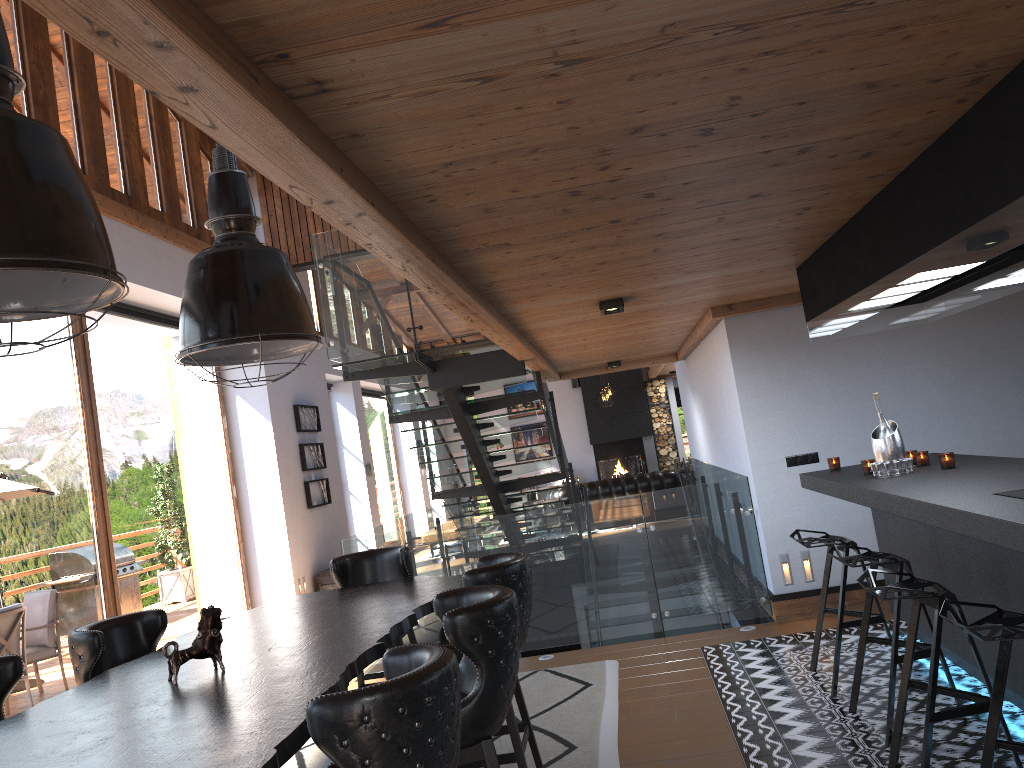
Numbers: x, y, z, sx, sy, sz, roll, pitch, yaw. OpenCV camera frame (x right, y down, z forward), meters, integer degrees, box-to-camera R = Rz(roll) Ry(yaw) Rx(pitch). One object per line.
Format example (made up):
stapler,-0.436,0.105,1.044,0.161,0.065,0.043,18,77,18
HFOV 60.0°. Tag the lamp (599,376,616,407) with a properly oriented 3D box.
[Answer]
lamp,1.721,-0.644,17.632,0.262,2.203,0.801,-9,-5,-3

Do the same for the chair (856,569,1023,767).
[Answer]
chair,1.672,1.149,3.447,0.467,0.840,0.541,-10,-5,12

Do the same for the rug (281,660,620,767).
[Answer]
rug,-0.814,1.991,3.580,2.546,0.047,5.640,-10,-4,6

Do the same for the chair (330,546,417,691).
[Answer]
chair,-0.788,1.559,5.293,0.503,1.093,0.569,-10,-5,5

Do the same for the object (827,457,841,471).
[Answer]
object,2.083,0.517,5.728,0.078,0.081,0.080,-13,-6,40

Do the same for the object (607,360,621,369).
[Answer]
object,1.187,-0.230,10.289,0.155,0.068,0.261,-10,-4,6

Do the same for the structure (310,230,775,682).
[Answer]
structure,-2.164,2.208,8.746,9.189,6.403,11.043,-10,-4,6

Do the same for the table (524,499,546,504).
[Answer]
table,0.445,2.403,15.901,0.404,0.610,0.418,-10,-5,5

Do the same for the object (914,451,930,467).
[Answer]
object,2.331,0.425,5.038,0.080,0.081,0.078,-7,-5,-29

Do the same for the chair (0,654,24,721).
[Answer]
chair,-1.821,1.575,3.255,0.571,1.093,0.501,-8,-5,-11

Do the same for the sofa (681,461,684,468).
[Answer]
sofa,4.010,1.804,17.236,1.237,0.839,2.569,-10,-4,5

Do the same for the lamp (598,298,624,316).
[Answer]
lamp,0.625,-0.491,5.579,0.155,0.068,0.261,-10,-4,6

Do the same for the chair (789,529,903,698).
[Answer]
chair,1.883,1.228,4.974,0.468,0.840,0.539,-10,-5,6

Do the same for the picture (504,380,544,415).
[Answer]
picture,0.294,0.360,20.595,0.877,0.817,0.036,-10,-5,5

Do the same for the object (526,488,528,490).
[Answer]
object,0.289,1.980,15.935,0.087,0.286,0.088,-11,-5,18

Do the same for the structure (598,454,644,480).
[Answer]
structure,2.458,1.912,19.891,0.980,0.515,0.184,-10,-5,5

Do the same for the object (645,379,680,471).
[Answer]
object,3.432,1.208,19.989,0.492,2.614,0.467,-10,-5,5

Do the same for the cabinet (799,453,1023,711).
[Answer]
cabinet,2.161,0.939,3.475,0.887,1.104,4.809,-10,-4,6

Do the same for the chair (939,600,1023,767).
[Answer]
chair,1.668,1.096,2.732,0.469,0.840,0.539,-9,-5,3

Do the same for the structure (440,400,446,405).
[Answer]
structure,-1.570,0.434,20.688,0.213,0.350,0.214,-10,-5,5

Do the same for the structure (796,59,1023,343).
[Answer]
structure,1.938,-0.633,3.793,0.709,0.476,3.256,-10,-4,6

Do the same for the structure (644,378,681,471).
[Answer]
structure,3.437,1.200,19.979,0.501,2.619,0.512,-10,-5,5

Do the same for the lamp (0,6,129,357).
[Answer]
lamp,-1.682,-2.391,2.483,0.629,4.688,0.613,-5,-6,-39

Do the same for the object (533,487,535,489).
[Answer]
object,0.408,1.961,15.941,0.088,0.286,0.087,-8,-5,-17

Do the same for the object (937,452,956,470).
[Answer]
object,2.286,0.404,4.657,0.080,0.081,0.078,-7,-5,-29

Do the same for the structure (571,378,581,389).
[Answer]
structure,1.470,-0.081,20.434,0.213,0.350,0.214,-10,-5,5

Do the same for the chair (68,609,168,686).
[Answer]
chair,-1.659,1.619,4.063,0.565,1.093,0.507,-10,-5,14

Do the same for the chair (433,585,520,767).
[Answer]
chair,-0.180,1.291,3.026,0.571,1.093,0.501,-8,-5,-11

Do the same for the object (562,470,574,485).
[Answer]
object,1.272,2.116,20.104,0.337,0.455,0.337,-12,-5,31

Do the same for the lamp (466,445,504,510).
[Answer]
lamp,-0.556,2.175,19.395,0.522,1.900,1.335,-12,-5,27

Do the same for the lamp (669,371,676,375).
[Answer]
lamp,3.490,-0.247,19.216,0.155,0.068,0.261,-10,-4,6

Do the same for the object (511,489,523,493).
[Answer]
object,0.122,2.453,20.194,0.229,0.183,0.400,-5,-6,-41

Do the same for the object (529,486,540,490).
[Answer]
object,0.515,2.400,20.180,0.280,0.161,0.259,-10,-4,8

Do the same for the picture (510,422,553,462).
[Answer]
picture,0.452,1.339,20.512,0.877,0.817,0.036,-10,-5,5

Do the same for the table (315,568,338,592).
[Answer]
table,-1.958,2.525,11.330,0.682,0.470,1.256,-10,-4,6

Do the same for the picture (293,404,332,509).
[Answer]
picture,-2.575,0.927,11.474,0.059,1.313,0.775,-10,-5,6

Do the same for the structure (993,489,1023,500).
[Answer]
structure,2.061,0.374,3.092,0.503,0.017,0.611,-10,-4,6

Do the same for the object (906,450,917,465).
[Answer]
object,2.354,0.436,5.226,0.080,0.081,0.078,-7,-5,-29

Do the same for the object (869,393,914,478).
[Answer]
object,2.028,0.270,4.814,0.225,0.453,0.225,-10,-5,5

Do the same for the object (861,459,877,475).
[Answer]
object,2.038,0.475,5.059,0.080,0.081,0.078,-7,-5,-29

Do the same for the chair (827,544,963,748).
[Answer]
chair,1.836,1.180,4.219,0.469,0.840,0.539,-9,-5,3

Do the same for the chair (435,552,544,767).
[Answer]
chair,-0.114,1.352,3.987,0.567,1.093,0.504,-10,-5,4

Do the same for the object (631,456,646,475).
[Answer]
object,2.828,2.077,19.468,0.311,1.018,0.303,-5,-6,-39

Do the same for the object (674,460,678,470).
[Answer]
object,3.637,2.073,19.587,0.269,0.795,0.262,-8,-5,-11

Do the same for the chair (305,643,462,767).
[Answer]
chair,-0.339,1.266,2.217,0.565,1.093,0.507,-10,-5,14

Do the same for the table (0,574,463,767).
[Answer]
table,-0.984,1.535,3.302,1.426,0.950,3.803,-10,-4,6

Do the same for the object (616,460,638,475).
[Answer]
object,2.248,1.710,16.801,0.403,0.809,0.624,-11,-5,17

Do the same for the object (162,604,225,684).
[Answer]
object,-1.189,0.966,3.312,0.223,0.254,0.114,-6,-5,-32

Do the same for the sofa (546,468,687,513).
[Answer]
sofa,1.866,2.007,15.273,2.561,0.839,1.241,-10,-4,4

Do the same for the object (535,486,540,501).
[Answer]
object,0.446,1.948,15.852,0.088,0.286,0.086,-8,-5,-18

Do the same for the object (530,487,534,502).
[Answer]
object,0.346,1.965,15.864,0.089,0.286,0.086,-4,-7,-45

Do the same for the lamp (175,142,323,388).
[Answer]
lamp,-1.493,-2.304,4.064,0.629,4.688,0.613,-5,-6,-39

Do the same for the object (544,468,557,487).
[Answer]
object,0.832,2.158,20.077,0.262,0.533,0.422,-7,-5,-25
